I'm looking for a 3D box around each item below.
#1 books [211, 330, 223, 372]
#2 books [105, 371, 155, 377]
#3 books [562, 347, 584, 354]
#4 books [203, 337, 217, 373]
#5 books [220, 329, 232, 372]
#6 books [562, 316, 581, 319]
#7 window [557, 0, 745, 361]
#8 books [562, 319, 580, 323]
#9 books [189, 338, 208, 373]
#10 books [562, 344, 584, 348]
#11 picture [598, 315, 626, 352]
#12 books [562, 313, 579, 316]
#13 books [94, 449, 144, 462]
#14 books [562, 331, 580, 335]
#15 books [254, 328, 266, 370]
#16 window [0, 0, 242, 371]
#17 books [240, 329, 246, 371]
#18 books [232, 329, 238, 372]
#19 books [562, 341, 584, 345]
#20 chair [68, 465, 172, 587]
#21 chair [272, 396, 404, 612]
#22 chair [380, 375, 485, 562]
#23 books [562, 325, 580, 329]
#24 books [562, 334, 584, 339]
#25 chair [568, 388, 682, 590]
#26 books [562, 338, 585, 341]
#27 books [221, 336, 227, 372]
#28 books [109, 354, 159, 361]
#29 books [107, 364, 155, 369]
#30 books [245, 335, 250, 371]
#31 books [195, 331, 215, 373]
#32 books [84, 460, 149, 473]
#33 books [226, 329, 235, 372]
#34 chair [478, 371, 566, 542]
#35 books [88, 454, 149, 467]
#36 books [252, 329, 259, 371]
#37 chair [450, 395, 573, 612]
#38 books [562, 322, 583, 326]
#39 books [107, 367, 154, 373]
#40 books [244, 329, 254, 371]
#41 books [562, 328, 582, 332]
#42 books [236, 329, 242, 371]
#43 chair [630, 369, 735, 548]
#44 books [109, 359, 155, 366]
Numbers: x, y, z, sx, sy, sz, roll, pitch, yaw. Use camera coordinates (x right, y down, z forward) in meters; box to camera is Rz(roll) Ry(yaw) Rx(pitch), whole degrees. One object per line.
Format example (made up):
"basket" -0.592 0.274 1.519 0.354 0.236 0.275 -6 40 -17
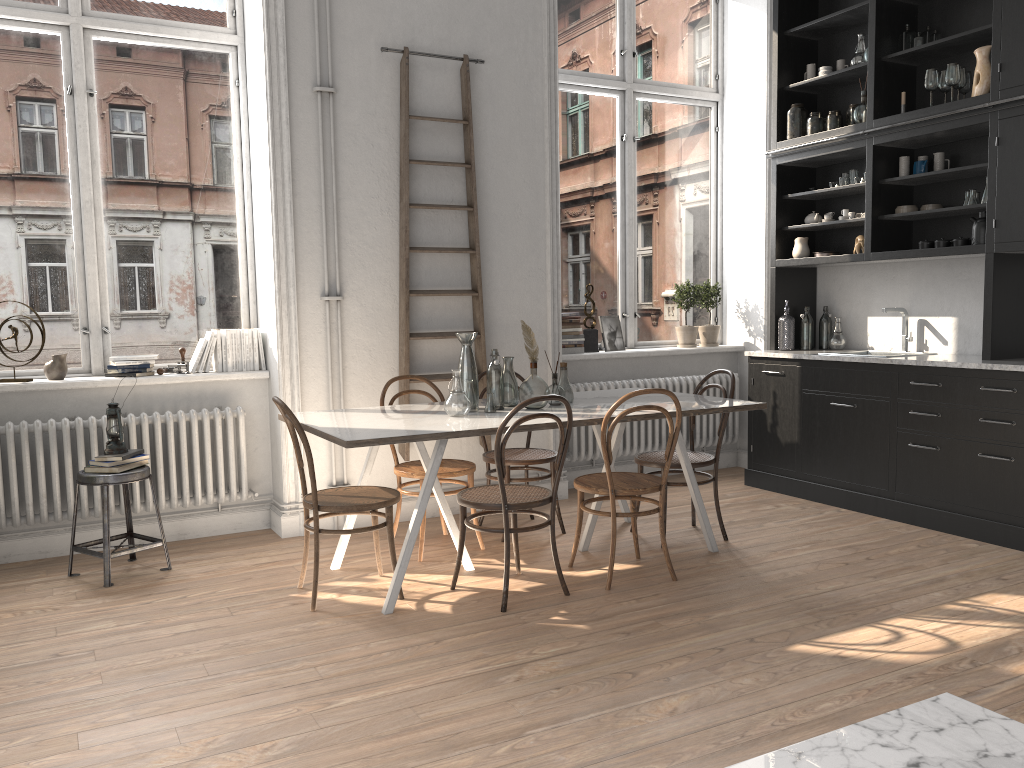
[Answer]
"books" -1.724 -0.195 5.177 0.024 0.243 0.175 -4 6 -28
"books" -2.125 -0.055 4.936 0.221 0.023 0.147 1 5 21
"books" 0.352 -0.236 6.241 0.248 0.043 0.192 -4 6 -28
"books" -1.756 -0.171 5.138 0.072 0.203 0.155 -4 6 -28
"books" -1.667 -0.196 5.172 0.024 0.243 0.175 -4 6 -28
"books" 0.356 -0.466 6.237 0.205 0.020 0.155 -4 6 -28
"window" 4.895 -6.616 11.765 14.381 15.948 26.383 -4 6 -28
"books" 0.344 -0.444 6.233 0.231 0.023 0.162 -2 5 -13
"books" -1.813 -0.165 5.111 0.105 0.194 0.155 -4 6 -29
"books" 0.354 -0.268 6.238 0.249 0.023 0.175 -4 6 -32
"picture" 0.703 -0.367 6.485 0.221 0.264 0.148 -6 7 -44
"books" 0.346 -0.488 6.241 0.201 0.024 0.159 -5 6 -38
"books" -1.961 0.356 4.433 0.147 0.027 0.221 -1 5 4
"books" 0.358 -0.358 6.247 0.205 0.022 0.155 -2 5 -14
"books" -1.507 -0.207 5.268 0.040 0.244 0.174 -4 6 -28
"window" -2.370 -1.510 4.878 1.622 2.845 0.013 -4 6 -28
"books" -1.596 -0.201 5.220 0.019 0.244 0.174 -4 6 -28
"books" -1.642 -0.200 5.215 0.019 0.244 0.174 -4 6 -28
"books" 0.353 -0.292 6.236 0.249 0.023 0.175 -4 6 -27
"chair" -1.964 0.683 4.417 0.360 0.523 0.363 3 7 35
"chair" -0.779 0.499 4.005 0.549 0.921 0.437 -3 6 -20
"chair" -0.440 0.424 4.785 0.437 0.921 0.549 -4 6 -30
"books" 0.357 -0.403 6.243 0.205 0.022 0.155 -4 6 -33
"books" 0.352 -0.333 6.251 0.245 0.028 0.193 -4 6 -33
"chair" 0.531 0.457 4.201 0.438 0.921 0.549 -3 6 -17
"books" 0.354 -0.312 6.252 0.255 0.014 0.192 -3 6 -25
"books" -1.691 -0.176 5.173 0.020 0.205 0.155 -4 6 -28
"books" -2.102 -0.147 4.944 0.243 0.019 0.174 -3 5 -18
"books" -2.117 -0.100 4.931 0.221 0.023 0.147 -2 5 -12
"books" -1.577 -0.184 5.233 0.020 0.205 0.155 -4 6 -28
"books" -1.777 -0.186 5.123 0.100 0.235 0.174 -4 6 -28
"books" -1.970 0.406 4.428 0.194 0.034 0.246 0 5 12
"books" -1.652 -0.198 5.190 0.019 0.244 0.174 -4 6 -28
"chair" 0.027 0.386 5.124 0.438 0.921 0.549 -3 6 -21
"books" -1.962 0.379 4.434 0.162 0.029 0.232 2 6 33
"books" -1.535 -0.205 5.255 0.024 0.243 0.175 -4 6 -28
"chair" -0.001 0.489 3.957 0.437 0.921 0.549 -5 6 -33
"books" 0.352 -0.423 6.239 0.243 0.019 0.174 -4 6 -28
"books" -2.119 -0.078 4.933 0.205 0.022 0.155 -2 5 -8
"books" -1.567 -0.205 5.260 0.024 0.243 0.175 -4 6 -28
"books" 0.358 -0.382 6.251 0.222 0.024 0.158 -4 6 -28
"books" -1.626 -0.201 5.229 0.024 0.243 0.175 -4 6 -28
"chair" 0.947 0.388 4.901 0.549 0.921 0.437 -3 6 -16
"books" -2.109 -0.120 4.920 0.205 0.020 0.155 -5 6 -38
